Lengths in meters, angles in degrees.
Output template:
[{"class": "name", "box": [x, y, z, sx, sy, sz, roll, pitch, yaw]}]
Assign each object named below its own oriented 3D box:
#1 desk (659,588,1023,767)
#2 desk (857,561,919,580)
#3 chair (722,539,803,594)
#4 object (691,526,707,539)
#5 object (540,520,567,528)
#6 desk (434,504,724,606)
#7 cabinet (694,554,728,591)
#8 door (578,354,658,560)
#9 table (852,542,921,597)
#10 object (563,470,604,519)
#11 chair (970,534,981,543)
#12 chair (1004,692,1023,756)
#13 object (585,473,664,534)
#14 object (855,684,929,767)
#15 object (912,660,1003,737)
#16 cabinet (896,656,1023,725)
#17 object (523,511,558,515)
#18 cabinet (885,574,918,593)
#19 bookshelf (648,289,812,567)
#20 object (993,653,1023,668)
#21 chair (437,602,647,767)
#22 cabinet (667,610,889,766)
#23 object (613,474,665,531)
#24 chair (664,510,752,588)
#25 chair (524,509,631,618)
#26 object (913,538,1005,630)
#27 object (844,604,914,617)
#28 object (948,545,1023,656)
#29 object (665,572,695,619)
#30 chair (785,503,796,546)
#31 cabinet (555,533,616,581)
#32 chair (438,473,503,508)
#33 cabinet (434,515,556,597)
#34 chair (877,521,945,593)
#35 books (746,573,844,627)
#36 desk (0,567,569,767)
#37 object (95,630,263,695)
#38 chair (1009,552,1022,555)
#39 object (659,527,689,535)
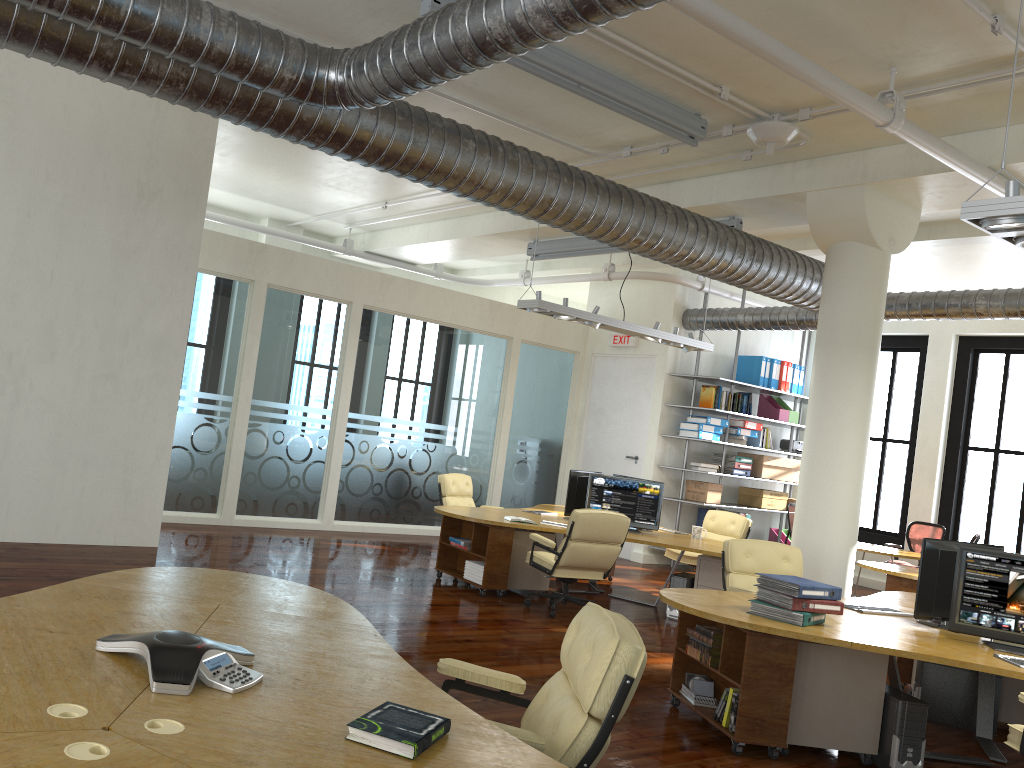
[{"class": "desk", "box": [3.099, 1.968, 5.694, 4.190, 0.733, 3.244, 6, -3, 23]}, {"class": "desk", "box": [5.992, 2.529, 8.518, 3.210, 0.733, 4.228, 10, -4, -33]}, {"class": "chair", "box": [2.002, 1.735, 6.709, 0.703, 1.020, 0.798, 8, -2, -9]}, {"class": "object", "box": [2.018, 1.608, 9.584, 0.145, 0.131, 0.107, 7, -2, 4]}, {"class": "object", "box": [0.530, 1.419, 8.872, 0.507, 0.016, 0.215, 7, -3, 19]}, {"class": "desk", "box": [0.985, 1.927, 10.030, 3.936, 0.733, 3.472, 8, -3, 1]}, {"class": "cabinet", "box": [2.347, 2.062, 8.803, 0.970, 0.708, 0.808, 6, -3, 29]}, {"class": "door", "box": [1.517, 1.048, 13.503, 0.087, 3.027, 1.358, 9, -2, -40]}, {"class": "table", "box": [4.733, 2.552, 11.904, 1.435, 0.744, 1.533, 8, -3, -12]}, {"class": "object", "box": [0.800, 1.243, 9.879, 0.320, 0.552, 0.732, 6, -3, 36]}, {"class": "chair", "box": [1.861, 1.989, 12.584, 8.510, 1.157, 0.877, 6, -3, 23]}, {"class": "chair", "box": [2.826, 1.697, 4.073, 0.691, 1.020, 0.811, 8, -2, -14]}, {"class": "object", "box": [1.176, 1.262, 9.322, 0.797, 0.552, 0.295, 8, -2, -4]}, {"class": "object", "box": [2.150, 1.974, 5.137, 0.176, 0.411, 0.492, 8, -3, -13]}, {"class": "object", "box": [3.094, 2.165, 6.193, 0.517, 0.411, 0.167, 6, -2, 24]}, {"class": "cabinet", "box": [3.404, 2.081, 6.610, 0.953, 0.708, 0.825, 7, -3, 22]}, {"class": "object", "box": [0.323, 1.461, 10.108, 0.251, 0.016, 0.433, 6, -4, 30]}, {"class": "cabinet", "box": [4.338, 2.355, 9.122, 0.966, 0.708, 0.812, 6, -3, 27]}, {"class": "bookshelf", "box": [3.742, 0.730, 13.562, 3.278, 4.599, 0.720, 9, -2, -37]}, {"class": "object", "box": [2.866, 1.498, 4.683, 0.485, 0.016, 0.225, 8, -3, 5]}, {"class": "chair", "box": [-0.038, 1.243, 3.051, 0.793, 1.020, 0.707, 8, -2, 2]}, {"class": "cabinet", "box": [1.580, 1.755, 5.304, 0.874, 0.708, 0.904, 8, -3, -8]}, {"class": "object", "box": [1.367, 1.318, 9.832, 0.268, 0.552, 0.873, 9, -3, -31]}, {"class": "chair", "box": [2.267, 1.987, 10.440, 0.721, 1.020, 0.773, 9, -3, -28]}, {"class": "chair", "box": [0.569, 1.626, 8.228, 0.662, 1.020, 0.842, 9, -3, -29]}, {"class": "object", "box": [2.863, 1.285, 5.680, 0.749, 0.552, 0.313, 9, -3, -26]}, {"class": "object", "box": [2.432, 1.512, 5.947, 0.447, 0.016, 0.244, 9, -3, -21]}, {"class": "object", "box": [2.994, 1.267, 5.063, 0.861, 0.552, 0.272, 7, -2, 20]}, {"class": "object", "box": [1.730, 2.136, 8.953, 0.197, 0.411, 0.437, 6, -3, 30]}, {"class": "chair", "box": [4.279, 2.325, 12.647, 0.662, 1.157, 0.829, 9, -3, -35]}, {"class": "cabinet", "box": [0.879, 1.991, 11.066, 0.893, 0.708, 0.885, 8, -3, -1]}, {"class": "chair", "box": [-0.484, 1.618, 10.609, 0.857, 1.020, 0.649, 6, -3, 37]}, {"class": "cabinet", "box": [-0.150, 1.733, 9.055, 0.818, 0.708, 0.959, 9, -3, -31]}, {"class": "chair", "box": [5.561, 2.481, 12.290, 0.701, 1.157, 0.784, 9, -2, -30]}, {"class": "books", "box": [1.610, 1.247, 5.151, 0.426, 0.226, 0.446, 9, -3, -27]}, {"class": "desk", "box": [-0.658, 1.232, 1.911, 3.815, 0.733, 3.556, 6, -4, 28]}, {"class": "object", "box": [-0.983, 0.816, 2.716, 0.391, 0.093, 0.569, 11, -4, -44]}, {"class": "chair", "box": [5.564, 2.409, 9.876, 0.778, 1.020, 0.716, 6, -3, 26]}, {"class": "object", "box": [1.745, 1.657, 10.103, 0.210, 0.016, 0.518, 10, -4, -35]}]
